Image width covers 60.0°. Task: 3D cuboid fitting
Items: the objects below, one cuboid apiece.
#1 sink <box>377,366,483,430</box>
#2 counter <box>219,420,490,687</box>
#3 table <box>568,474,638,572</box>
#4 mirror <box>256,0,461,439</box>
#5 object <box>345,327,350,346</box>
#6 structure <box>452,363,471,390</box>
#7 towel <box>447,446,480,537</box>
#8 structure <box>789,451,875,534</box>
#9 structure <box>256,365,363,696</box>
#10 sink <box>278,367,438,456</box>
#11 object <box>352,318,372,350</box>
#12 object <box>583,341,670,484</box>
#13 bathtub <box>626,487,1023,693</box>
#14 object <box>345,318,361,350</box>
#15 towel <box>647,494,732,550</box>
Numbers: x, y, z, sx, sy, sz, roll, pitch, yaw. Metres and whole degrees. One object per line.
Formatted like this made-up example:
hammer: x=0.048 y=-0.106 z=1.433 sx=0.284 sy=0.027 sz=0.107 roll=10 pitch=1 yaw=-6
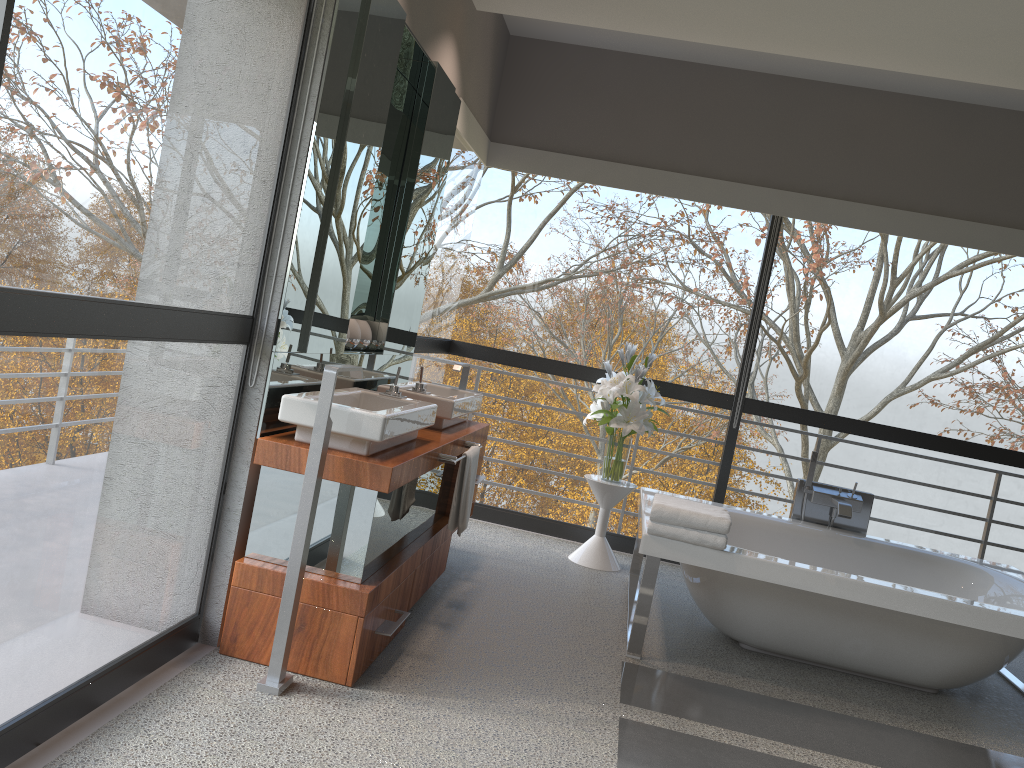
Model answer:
sink: x=-0.370 y=0.043 z=4.229 sx=0.352 sy=0.266 sz=0.750 roll=11 pitch=3 yaw=7
counter: x=-0.489 y=0.543 z=3.702 sx=0.525 sy=0.704 sz=1.849 roll=11 pitch=3 yaw=7
table: x=0.516 y=0.784 z=5.040 sx=0.307 sy=0.478 sz=0.308 roll=11 pitch=3 yaw=-9
mirror: x=-0.643 y=-0.660 z=3.727 sx=0.253 sy=1.617 sz=1.790 roll=11 pitch=3 yaw=7
object: x=-0.731 y=-0.212 z=3.622 sx=0.136 sy=0.130 sz=0.136 roll=9 pitch=4 yaw=-40
structure: x=-0.349 y=0.377 z=4.648 sx=0.069 sy=0.988 sz=0.303 roll=11 pitch=3 yaw=7
towel: x=-0.188 y=0.451 z=3.735 sx=0.079 sy=0.368 sz=0.302 roll=11 pitch=3 yaw=8
structure: x=1.679 y=0.828 z=4.674 sx=0.402 sy=0.884 sz=0.330 roll=11 pitch=3 yaw=8
structure: x=-0.611 y=0.429 z=2.757 sx=0.069 sy=0.988 sz=0.303 roll=11 pitch=3 yaw=7
sink: x=-0.516 y=0.072 z=3.178 sx=0.352 sy=0.266 sz=0.750 roll=11 pitch=3 yaw=7
object: x=-0.688 y=-0.221 z=3.929 sx=0.136 sy=0.130 sz=0.136 roll=9 pitch=4 yaw=-40
object: x=0.624 y=0.157 z=5.008 sx=0.450 sy=0.795 sz=0.459 roll=13 pitch=3 yaw=35
bathtub: x=1.518 y=1.018 z=4.089 sx=1.958 sy=0.504 sz=1.328 roll=11 pitch=3 yaw=8
object: x=-0.710 y=-0.216 z=3.773 sx=0.136 sy=0.130 sz=0.136 roll=9 pitch=4 yaw=-40
towel: x=0.729 y=0.571 z=3.651 sx=0.322 sy=0.145 sz=0.305 roll=12 pitch=3 yaw=10
